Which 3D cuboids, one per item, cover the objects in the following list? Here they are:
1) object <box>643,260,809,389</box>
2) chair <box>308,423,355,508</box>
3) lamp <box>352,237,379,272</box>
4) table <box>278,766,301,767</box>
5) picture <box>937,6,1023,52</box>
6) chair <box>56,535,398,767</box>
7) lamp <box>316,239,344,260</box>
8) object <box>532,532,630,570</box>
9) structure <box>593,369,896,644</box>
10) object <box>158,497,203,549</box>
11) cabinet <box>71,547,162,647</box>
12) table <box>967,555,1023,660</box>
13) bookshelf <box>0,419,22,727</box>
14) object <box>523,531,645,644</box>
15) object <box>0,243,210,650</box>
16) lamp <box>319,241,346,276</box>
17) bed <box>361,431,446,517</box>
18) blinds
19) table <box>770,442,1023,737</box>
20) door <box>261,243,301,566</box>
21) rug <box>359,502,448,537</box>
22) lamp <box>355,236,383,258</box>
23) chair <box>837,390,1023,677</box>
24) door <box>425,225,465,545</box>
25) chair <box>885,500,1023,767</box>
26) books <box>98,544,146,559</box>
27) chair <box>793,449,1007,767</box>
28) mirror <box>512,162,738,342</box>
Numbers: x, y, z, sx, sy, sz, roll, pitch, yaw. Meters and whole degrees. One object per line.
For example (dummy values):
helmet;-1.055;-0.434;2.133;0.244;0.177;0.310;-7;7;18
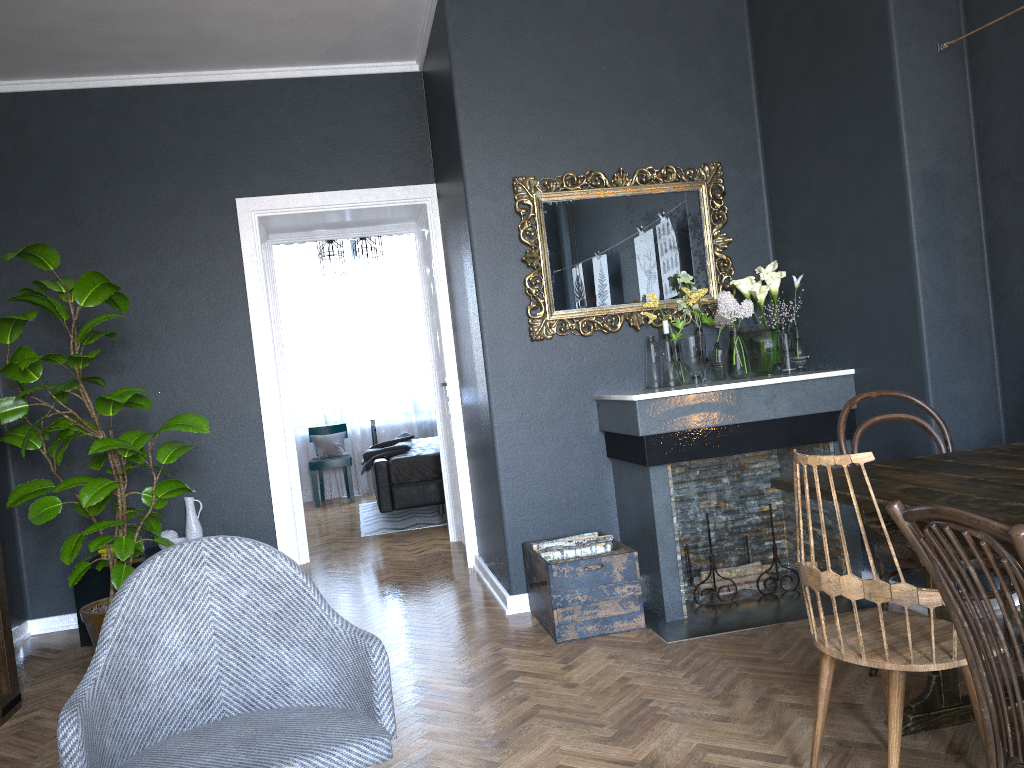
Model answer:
object;0.992;-0.289;4.109;0.727;0.547;0.474;-7;1;-7
chair;-1.888;0.837;9.266;0.435;0.799;0.592;-7;1;-10
lamp;-1.411;-1.450;8.376;0.210;0.747;0.210;-6;1;3
table;-0.368;0.875;0.990;0.339;0.550;0.787;-7;1;-10
picture;2.049;-0.924;1.151;0.058;0.771;4.457;-7;1;-10
chair;-0.605;0.759;1.893;0.644;0.811;0.495;-7;1;-32
lamp;-1.596;-1.443;7.634;0.210;0.714;0.210;-6;1;3
object;0.298;0.803;3.909;0.369;0.247;0.533;-7;1;-10
structure;0.997;0.481;3.951;1.065;0.981;0.834;-7;1;-10
object;-1.803;0.749;4.731;0.228;0.268;0.228;-6;1;23
cabinet;-1.887;1.090;4.684;0.650;0.390;0.456;-7;1;-10
table;1.755;0.730;3.097;0.364;0.318;0.369;-7;1;-10
bookshelf;-2.060;0.738;2.633;0.451;1.172;1.918;-7;1;-10
object;0.302;0.879;3.909;0.383;0.326;0.552;-7;1;-10
object;-1.904;0.347;3.944;1.117;1.899;0.764;-7;1;-16
lamp;-1.656;-1.390;8.019;0.210;0.804;0.210;-6;1;3
bed;-0.205;0.476;8.088;2.374;1.162;2.265;-7;1;-10
blinds;-1.530;-0.215;9.744;3.991;2.790;0.312;-7;1;-10
table;1.491;0.564;1.929;1.126;0.728;1.604;-7;1;-10
door;-1.518;0.133;5.543;0.162;2.187;0.857;-7;1;-10
rug;-0.636;1.111;7.980;1.458;0.013;2.045;-7;1;-10
lamp;-1.230;-1.449;7.406;0.210;0.770;0.210;-6;1;3
chair;1.330;0.476;2.754;0.437;0.921;0.549;-7;1;-8
door;-0.361;0.000;5.752;0.162;2.187;0.857;-7;1;-10
chair;0.969;0.580;1.489;0.466;0.820;0.363;-7;1;-11
books;-2.057;0.881;4.685;0.214;0.066;0.162;-7;1;-15
chair;0.905;0.568;2.142;0.383;0.857;0.456;-7;1;-25
mirror;0.556;-0.642;4.239;1.056;0.784;0.067;-7;1;-10
